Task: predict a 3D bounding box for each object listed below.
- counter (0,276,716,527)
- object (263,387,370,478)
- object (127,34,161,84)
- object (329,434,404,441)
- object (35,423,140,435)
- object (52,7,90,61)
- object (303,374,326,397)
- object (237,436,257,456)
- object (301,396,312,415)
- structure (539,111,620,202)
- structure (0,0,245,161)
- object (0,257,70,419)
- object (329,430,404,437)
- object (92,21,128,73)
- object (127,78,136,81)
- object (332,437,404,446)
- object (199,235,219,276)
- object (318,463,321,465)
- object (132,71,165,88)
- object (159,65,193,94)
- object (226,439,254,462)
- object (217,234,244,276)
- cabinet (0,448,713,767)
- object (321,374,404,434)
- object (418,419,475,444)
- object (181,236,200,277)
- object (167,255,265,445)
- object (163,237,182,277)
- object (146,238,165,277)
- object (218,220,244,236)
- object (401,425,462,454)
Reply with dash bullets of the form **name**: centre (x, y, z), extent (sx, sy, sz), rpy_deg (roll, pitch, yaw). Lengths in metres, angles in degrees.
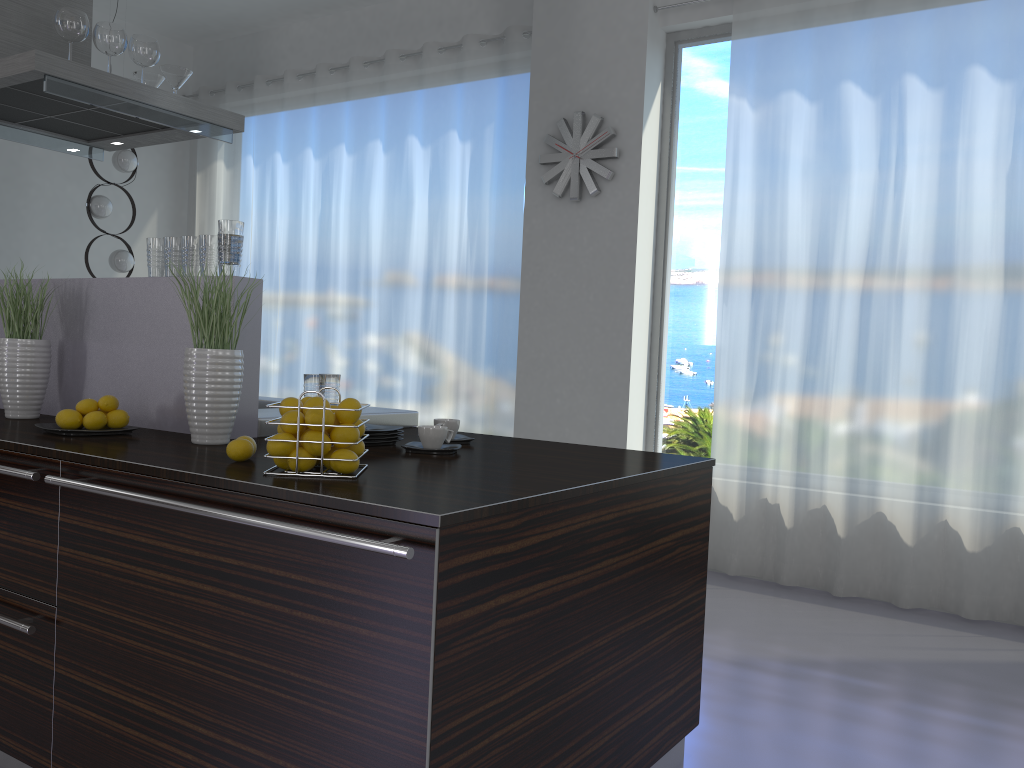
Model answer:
- **counter**: centre (-1.153, 0.323, 2.883), extent (3.291, 1.300, 1.302), rpy_deg (4, 2, 33)
- **object**: centre (-0.409, 0.097, 1.888), extent (0.189, 0.174, 0.207), rpy_deg (3, 2, -2)
- **object**: centre (-1.480, -1.276, 3.562), extent (0.125, 0.221, 0.125), rpy_deg (2, 2, -32)
- **object**: centre (-0.441, 0.146, 2.488), extent (0.232, 0.020, 0.232), rpy_deg (4, 2, 41)
- **object**: centre (-1.158, 0.123, 2.422), extent (0.232, 0.020, 0.232), rpy_deg (4, 2, 41)
- **object**: centre (-1.645, -1.275, 3.306), extent (0.125, 0.221, 0.125), rpy_deg (2, 2, -32)
- **object**: centre (-0.632, 0.029, 2.835), extent (0.072, 0.119, 0.071), rpy_deg (4, 2, 33)
- **object**: centre (-0.614, 0.145, 2.039), extent (0.053, 0.051, 0.063), rpy_deg (3, 2, 2)
- **object**: centre (-0.448, 0.057, 1.953), extent (0.052, 0.060, 0.057), rpy_deg (3, 2, 21)
- **structure**: centre (0.373, -1.298, 5.057), extent (0.505, 0.505, 0.076), rpy_deg (4, 2, 33)
- **structure**: centre (-1.789, -1.670, 3.701), extent (0.981, 1.231, 0.915), rpy_deg (4, 2, 33)
- **object**: centre (-1.533, -0.146, 2.740), extent (0.269, 0.502, 0.247), rpy_deg (4, 2, 33)
- **object**: centre (-0.441, 0.137, 2.488), extent (0.232, 0.020, 0.232), rpy_deg (4, 2, 36)
- **object**: centre (-1.560, -1.276, 3.439), extent (0.125, 0.221, 0.125), rpy_deg (2, 2, -32)
- **object**: centre (-1.743, -1.279, 4.014), extent (0.137, 0.174, 0.137), rpy_deg (3, 2, -2)
- **object**: centre (-0.441, 0.156, 2.488), extent (0.232, 0.020, 0.232), rpy_deg (4, 2, 41)
- **object**: centre (-0.863, -0.363, 2.543), extent (0.071, 0.119, 0.072), rpy_deg (2, 2, -17)
- **object**: centre (-0.426, 0.151, 1.954), extent (0.053, 0.053, 0.061), rpy_deg (2, 2, -15)
- **object**: centre (-1.604, -1.269, 3.906), extent (0.137, 0.174, 0.137), rpy_deg (3, 2, -2)
- **object**: centre (-1.445, -1.258, 3.803), extent (0.137, 0.174, 0.137), rpy_deg (3, 2, -2)
- **object**: centre (-0.606, 0.147, 1.975), extent (0.063, 0.051, 0.053), rpy_deg (4, 2, 37)
- **object**: centre (-0.795, -0.359, 2.499), extent (0.071, 0.119, 0.072), rpy_deg (2, 2, -17)
- **cabinet**: centre (-1.170, 0.547, 2.882), extent (3.285, 0.852, 1.377), rpy_deg (4, 2, 33)
- **object**: centre (-0.537, 0.054, 2.645), extent (0.269, 0.147, 0.646), rpy_deg (2, 2, -32)
- **object**: centre (-0.194, 0.140, 2.625), extent (0.153, 0.069, 0.153), rpy_deg (2, 2, -24)
- **object**: centre (-0.930, -0.368, 2.587), extent (0.071, 0.119, 0.072), rpy_deg (2, 2, -17)
- **object**: centre (-0.774, -0.096, 2.278), extent (0.269, 0.502, 0.247), rpy_deg (2, 2, -14)
- **object**: centre (-0.998, -0.372, 2.631), extent (0.071, 0.119, 0.072), rpy_deg (2, 2, -17)
- **object**: centre (-1.066, -0.377, 2.674), extent (0.072, 0.119, 0.071), rpy_deg (2, 2, -7)
- **object**: centre (-0.793, -0.397, 2.498), extent (0.071, 0.119, 0.072), rpy_deg (2, 2, -17)
- **object**: centre (-0.212, 0.147, 2.353), extent (0.153, 0.069, 0.153), rpy_deg (3, 2, 6)
